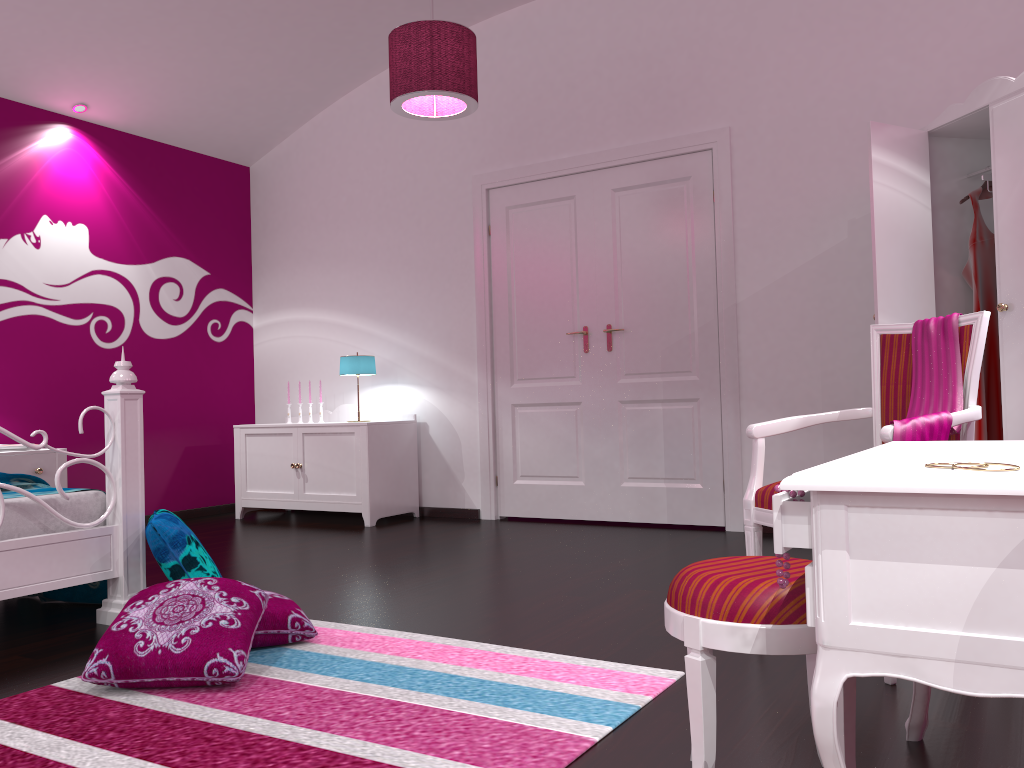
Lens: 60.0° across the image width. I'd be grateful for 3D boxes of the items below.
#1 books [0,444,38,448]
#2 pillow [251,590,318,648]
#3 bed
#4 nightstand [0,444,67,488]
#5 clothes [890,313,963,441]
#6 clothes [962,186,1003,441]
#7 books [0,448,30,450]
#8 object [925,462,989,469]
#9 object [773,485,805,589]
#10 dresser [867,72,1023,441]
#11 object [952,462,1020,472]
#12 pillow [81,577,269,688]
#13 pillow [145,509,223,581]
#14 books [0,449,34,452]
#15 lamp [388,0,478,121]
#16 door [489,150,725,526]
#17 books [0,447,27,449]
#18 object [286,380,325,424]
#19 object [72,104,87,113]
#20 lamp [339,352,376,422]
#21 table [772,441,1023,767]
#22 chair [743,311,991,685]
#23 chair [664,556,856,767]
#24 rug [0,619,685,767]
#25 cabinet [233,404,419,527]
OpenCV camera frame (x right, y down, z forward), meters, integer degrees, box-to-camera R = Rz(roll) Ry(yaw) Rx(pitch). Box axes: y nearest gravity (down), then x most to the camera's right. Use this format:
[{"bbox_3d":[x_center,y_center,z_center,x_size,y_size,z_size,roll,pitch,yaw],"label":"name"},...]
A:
[{"bbox_3d":[-2.598,0.324,4.614,0.221,0.012,0.300,-1,-2,-35],"label":"books"},{"bbox_3d":[-0.846,0.698,2.647,0.400,0.142,0.429,-1,-2,-34],"label":"pillow"},{"bbox_3d":[-2.687,0.263,2.835,2.317,1.143,2.167,-3,-2,31],"label":"bed"},{"bbox_3d":[-2.698,0.568,4.445,0.455,0.616,0.742,-3,-2,31],"label":"nightstand"},{"bbox_3d":[1.102,0.192,2.317,0.162,0.777,0.601,-3,-2,35],"label":"clothes"},{"bbox_3d":[2.020,-0.230,3.751,0.315,1.237,0.173,-1,-2,-11],"label":"clothes"},{"bbox_3d":[-2.602,0.336,4.620,0.220,0.007,0.300,-1,-2,-24],"label":"books"},{"bbox_3d":[0.564,0.103,1.125,0.073,0.003,0.073,-3,-2,42],"label":"object"},{"bbox_3d":[0.378,0.206,1.203,0.032,0.143,0.063,-3,-2,31],"label":"object"},{"bbox_3d":[1.955,-0.232,3.427,0.875,1.893,0.842,-1,-2,-14],"label":"dresser"},{"bbox_3d":[0.573,0.100,1.072,0.073,0.006,0.073,-2,-1,-6],"label":"object"},{"bbox_3d":[-0.873,0.647,2.347,0.425,0.224,0.391,-2,-1,-1],"label":"pillow"},{"bbox_3d":[-1.120,0.618,3.056,0.264,0.357,0.402,-1,-2,-18],"label":"pillow"},{"bbox_3d":[-2.603,0.343,4.607,0.220,0.007,0.300,-1,-2,-29],"label":"books"},{"bbox_3d":[-0.866,-1.760,2.964,0.377,1.129,2.377,-3,-2,31],"label":"lamp"},{"bbox_3d":[0.487,-0.222,5.056,1.405,2.001,0.098,-3,-2,31],"label":"door"},{"bbox_3d":[-2.613,0.329,4.597,0.220,0.007,0.300,-1,-2,-20],"label":"books"},{"bbox_3d":[-1.363,0.115,5.834,0.285,0.284,0.043,-2,-2,20],"label":"object"},{"bbox_3d":[-2.574,-1.650,5.277,0.085,0.058,0.080,-3,-2,31],"label":"object"},{"bbox_3d":[-0.964,0.020,5.558,0.229,0.438,0.229,-1,-2,-14],"label":"lamp"},{"bbox_3d":[0.765,0.401,1.331,0.526,0.592,0.856,-3,-2,31],"label":"table"},{"bbox_3d":[0.983,0.266,2.423,0.511,0.901,0.528,-1,-2,-24],"label":"chair"},{"bbox_3d":[0.442,0.515,1.548,0.337,0.390,0.337,-2,-2,28],"label":"chair"},{"bbox_3d":[-0.705,0.743,1.688,1.400,0.018,2.100,-3,-2,31],"label":"rug"},{"bbox_3d":[-1.219,0.499,5.727,1.142,0.734,0.506,-3,-2,31],"label":"cabinet"}]
